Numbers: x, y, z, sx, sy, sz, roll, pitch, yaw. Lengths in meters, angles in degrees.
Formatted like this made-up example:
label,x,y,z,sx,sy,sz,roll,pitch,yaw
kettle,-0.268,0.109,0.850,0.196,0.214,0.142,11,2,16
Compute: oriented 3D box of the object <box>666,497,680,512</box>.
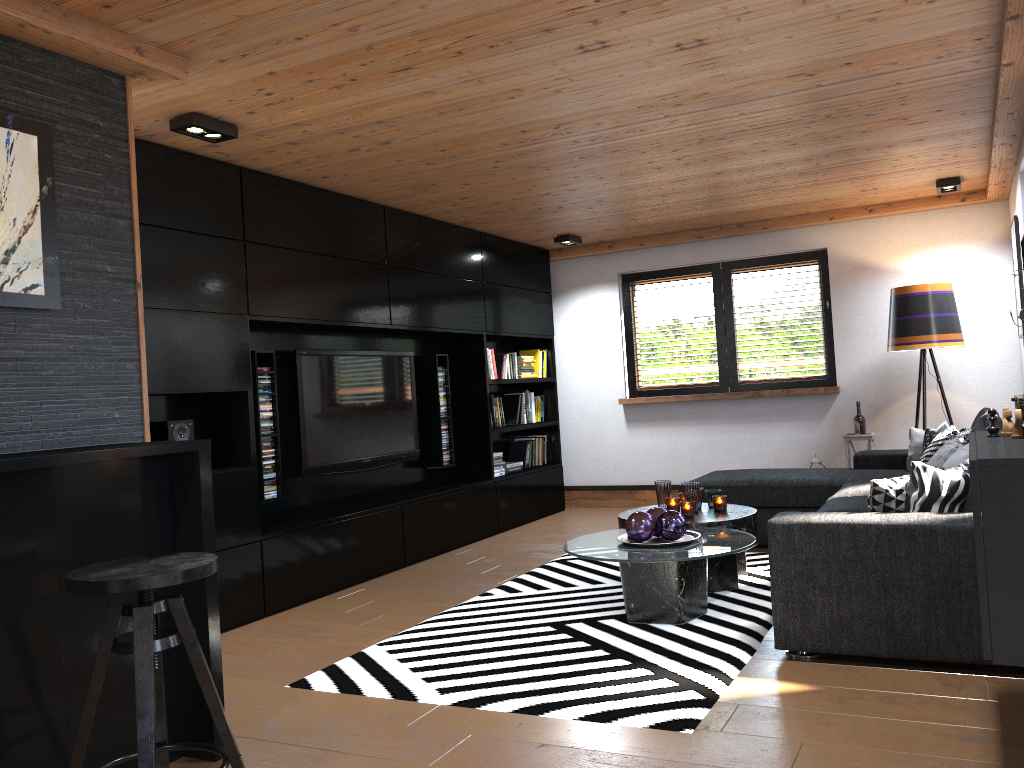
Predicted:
label,x,y,z,sx,sy,sz,roll,pitch,yaw
object,0.882,0.664,4.845,0.078,0.081,0.080,-4,-1,42

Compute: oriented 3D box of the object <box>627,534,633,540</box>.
label,x,y,z,sx,sy,sz,roll,pitch,yaw
object,0.587,0.701,4.251,0.078,0.081,0.080,-4,-1,42

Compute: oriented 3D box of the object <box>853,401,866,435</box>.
label,x,y,z,sx,sy,sz,roll,pitch,yaw
object,2.700,0.277,6.891,0.088,0.286,0.087,-3,-1,-10

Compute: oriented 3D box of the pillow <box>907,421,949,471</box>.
label,x,y,z,sx,sy,sz,roll,pitch,yaw
pillow,2.657,0.410,5.603,0.216,0.347,0.569,-4,-1,7

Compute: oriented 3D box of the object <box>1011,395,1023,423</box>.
label,x,y,z,sx,sy,sz,roll,pitch,yaw
object,1.589,0.010,2.616,0.207,0.270,0.290,-4,-1,27

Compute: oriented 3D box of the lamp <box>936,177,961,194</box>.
label,x,y,z,sx,sy,sz,roll,pitch,yaw
lamp,3.067,-1.400,6.228,0.154,0.068,0.263,-4,-1,27

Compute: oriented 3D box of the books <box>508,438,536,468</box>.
label,x,y,z,sx,sy,sz,roll,pitch,yaw
books,0.089,0.615,7.875,0.205,0.256,0.247,-4,-1,26

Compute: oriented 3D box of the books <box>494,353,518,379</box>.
label,x,y,z,sx,sy,sz,roll,pitch,yaw
books,-0.105,-0.148,7.606,0.180,0.232,0.287,-4,-1,30

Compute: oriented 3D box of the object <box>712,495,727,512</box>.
label,x,y,z,sx,sy,sz,roll,pitch,yaw
object,1.127,0.648,4.803,0.078,0.081,0.080,-4,-1,42

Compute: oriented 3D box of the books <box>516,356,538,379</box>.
label,x,y,z,sx,sy,sz,roll,pitch,yaw
books,0.057,-0.142,7.848,0.258,0.197,0.299,-4,-1,30

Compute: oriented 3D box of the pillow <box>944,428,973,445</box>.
label,x,y,z,sx,sy,sz,roll,pitch,yaw
pillow,2.227,0.427,4.537,0.272,0.356,0.735,-4,-1,27

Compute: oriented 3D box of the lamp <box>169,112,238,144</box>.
label,x,y,z,sx,sy,sz,roll,pitch,yaw
lamp,-1.370,-1.145,3.946,0.154,0.068,0.263,-4,-1,27

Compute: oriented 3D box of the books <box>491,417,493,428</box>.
label,x,y,z,sx,sy,sz,roll,pitch,yaw
books,-0.289,0.235,7.171,0.208,0.270,0.239,-4,-1,27

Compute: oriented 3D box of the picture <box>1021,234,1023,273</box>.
label,x,y,z,sx,sy,sz,roll,pitch,yaw
picture,2.503,-0.501,4.243,0.066,0.451,0.564,-4,-1,27

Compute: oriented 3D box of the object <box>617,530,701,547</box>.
label,x,y,z,sx,sy,sz,roll,pitch,yaw
object,0.690,0.726,4.168,0.399,0.022,0.390,-3,-1,-44

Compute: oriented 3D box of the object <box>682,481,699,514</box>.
label,x,y,z,sx,sy,sz,roll,pitch,yaw
object,0.969,0.615,4.788,0.094,0.167,0.094,-4,-1,-2

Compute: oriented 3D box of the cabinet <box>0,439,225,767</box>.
label,x,y,z,sx,sy,sz,roll,pitch,yaw
cabinet,-1.499,0.709,2.192,0.425,1.010,1.641,-4,-1,27

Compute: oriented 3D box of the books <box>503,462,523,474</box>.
label,x,y,z,sx,sy,sz,roll,pitch,yaw
books,-0.062,0.713,7.548,0.207,0.073,0.269,-4,-1,30

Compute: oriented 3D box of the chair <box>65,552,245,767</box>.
label,x,y,z,sx,sy,sz,roll,pitch,yaw
chair,-0.932,0.830,2.291,0.389,0.721,0.397,-4,-1,27

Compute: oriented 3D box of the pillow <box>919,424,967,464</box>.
label,x,y,z,sx,sy,sz,roll,pitch,yaw
pillow,2.490,0.420,5.119,0.308,0.364,0.673,-4,-1,22

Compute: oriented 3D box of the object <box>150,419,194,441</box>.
label,x,y,z,sx,sy,sz,roll,pitch,yaw
object,-1.709,0.316,4.351,0.262,0.266,0.158,-4,-1,27

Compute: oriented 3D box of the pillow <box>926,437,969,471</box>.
label,x,y,z,sx,sy,sz,roll,pitch,yaw
pillow,1.937,0.424,3.949,0.281,0.328,0.733,-4,-1,17

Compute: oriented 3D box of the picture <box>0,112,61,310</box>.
label,x,y,z,sx,sy,sz,roll,pitch,yaw
picture,-1.675,-0.524,2.423,0.010,0.594,0.935,-4,-1,27

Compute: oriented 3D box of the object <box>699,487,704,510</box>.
label,x,y,z,sx,sy,sz,roll,pitch,yaw
object,1.006,0.637,4.901,0.113,0.122,0.113,-4,-1,3

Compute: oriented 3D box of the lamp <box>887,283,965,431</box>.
label,x,y,z,sx,sy,sz,roll,pitch,yaw
lamp,3.586,0.100,6.407,1.625,1.699,0.524,-4,-1,5

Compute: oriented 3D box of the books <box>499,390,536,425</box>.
label,x,y,z,sx,sy,sz,roll,pitch,yaw
books,0.024,0.206,7.749,0.219,0.296,0.348,-4,-1,27

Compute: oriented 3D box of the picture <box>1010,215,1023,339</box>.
label,x,y,z,sx,sy,sz,roll,pitch,yaw
picture,3.394,-0.701,5.944,0.020,0.782,0.568,-4,-1,27

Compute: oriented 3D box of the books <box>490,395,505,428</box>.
label,x,y,z,sx,sy,sz,roll,pitch,yaw
books,-0.190,0.228,7.363,0.208,0.270,0.239,-4,-1,27

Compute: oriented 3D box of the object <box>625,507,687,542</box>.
label,x,y,z,sx,sy,sz,roll,pitch,yaw
object,0.682,0.661,4.185,0.283,0.143,0.265,-4,-1,10

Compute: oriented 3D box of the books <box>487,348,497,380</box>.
label,x,y,z,sx,sy,sz,roll,pitch,yaw
books,-0.272,-0.162,7.156,0.206,0.270,0.243,-4,-1,27

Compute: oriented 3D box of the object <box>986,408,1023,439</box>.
label,x,y,z,sx,sy,sz,roll,pitch,yaw
object,1.505,0.051,2.599,0.200,0.197,0.359,-4,-1,38

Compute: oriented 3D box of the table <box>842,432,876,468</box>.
label,x,y,z,sx,sy,sz,roll,pitch,yaw
table,2.718,0.692,6.890,0.224,0.609,0.227,-4,-1,27

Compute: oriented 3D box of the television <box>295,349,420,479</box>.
label,x,y,z,sx,sy,sz,roll,pitch,yaw
television,-1.004,0.180,5.905,0.050,0.813,1.265,-4,-1,28

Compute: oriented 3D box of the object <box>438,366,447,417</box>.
label,x,y,z,sx,sy,sz,roll,pitch,yaw
object,-0.587,0.060,6.691,0.124,0.379,0.126,-4,-1,27

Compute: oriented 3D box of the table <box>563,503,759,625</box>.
label,x,y,z,sx,sy,sz,roll,pitch,yaw
table,0.846,0.888,4.444,0.887,0.371,1.539,-4,-1,28

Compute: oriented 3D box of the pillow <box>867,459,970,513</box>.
label,x,y,z,sx,sy,sz,roll,pitch,yaw
pillow,1.639,0.461,3.502,0.538,0.346,0.298,-3,-1,-13

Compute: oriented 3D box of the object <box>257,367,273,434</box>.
label,x,y,z,sx,sy,sz,roll,pitch,yaw
object,-1.452,0.097,5.017,0.124,0.379,0.126,-4,-1,27

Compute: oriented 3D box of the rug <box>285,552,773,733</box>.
label,x,y,z,sx,sy,sz,roll,pitch,yaw
rug,0.501,1.103,4.417,1.645,0.020,2.929,-4,-1,27

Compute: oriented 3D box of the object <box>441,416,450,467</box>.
label,x,y,z,sx,sy,sz,roll,pitch,yaw
object,-0.564,0.438,6.682,0.124,0.379,0.126,-4,-1,27

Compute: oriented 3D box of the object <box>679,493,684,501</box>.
label,x,y,z,sx,sy,sz,roll,pitch,yaw
object,0.988,0.659,5.021,0.078,0.081,0.080,-4,-1,42

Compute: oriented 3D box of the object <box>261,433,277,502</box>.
label,x,y,z,sx,sy,sz,roll,pitch,yaw
object,-1.429,0.475,5.008,0.124,0.379,0.126,-4,-1,27

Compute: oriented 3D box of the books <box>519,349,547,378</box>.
label,x,y,z,sx,sy,sz,roll,pitch,yaw
books,0.197,-0.178,8.072,0.210,0.261,0.212,-4,-1,27

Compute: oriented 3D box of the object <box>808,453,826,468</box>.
label,x,y,z,sx,sy,sz,roll,pitch,yaw
object,2.443,0.786,7.087,0.250,0.462,0.253,-4,-1,27

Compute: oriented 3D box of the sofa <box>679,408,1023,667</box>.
label,x,y,z,sx,sy,sz,roll,pitch,yaw
sofa,1.693,0.629,4.817,2.067,0.818,3.120,-4,-1,27

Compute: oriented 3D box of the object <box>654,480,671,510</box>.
label,x,y,z,sx,sy,sz,roll,pitch,yaw
object,0.846,0.624,4.943,0.094,0.167,0.094,-4,-1,-2

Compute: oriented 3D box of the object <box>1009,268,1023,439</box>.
label,x,y,z,sx,sy,sz,roll,pitch,yaw
object,1.417,-0.100,2.349,0.150,0.504,0.328,-4,-1,27

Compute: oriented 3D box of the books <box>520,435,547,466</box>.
label,x,y,z,sx,sy,sz,roll,pitch,yaw
books,0.185,0.609,8.062,0.210,0.261,0.254,-4,-1,27

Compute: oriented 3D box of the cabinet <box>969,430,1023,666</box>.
label,x,y,z,sx,sy,sz,roll,pitch,yaw
cabinet,1.445,0.386,2.382,0.354,0.468,0.964,-4,-1,27

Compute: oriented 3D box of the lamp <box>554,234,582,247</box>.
label,x,y,z,sx,sy,sz,roll,pitch,yaw
lamp,0.477,-1.223,7.521,0.154,0.068,0.263,-4,-1,27

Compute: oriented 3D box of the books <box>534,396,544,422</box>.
label,x,y,z,sx,sy,sz,roll,pitch,yaw
books,0.164,0.232,8.046,0.187,0.238,0.292,-4,-1,26

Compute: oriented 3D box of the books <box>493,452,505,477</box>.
label,x,y,z,sx,sy,sz,roll,pitch,yaw
books,-0.224,0.663,7.226,0.256,0.188,0.306,-4,-1,34

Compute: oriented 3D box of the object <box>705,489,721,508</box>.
label,x,y,z,sx,sy,sz,roll,pitch,yaw
object,1.125,0.642,4.948,0.093,0.099,0.092,-3,-1,-26

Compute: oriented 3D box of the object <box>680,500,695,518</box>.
label,x,y,z,sx,sy,sz,roll,pitch,yaw
object,0.925,0.659,4.665,0.078,0.081,0.080,-4,-1,42
